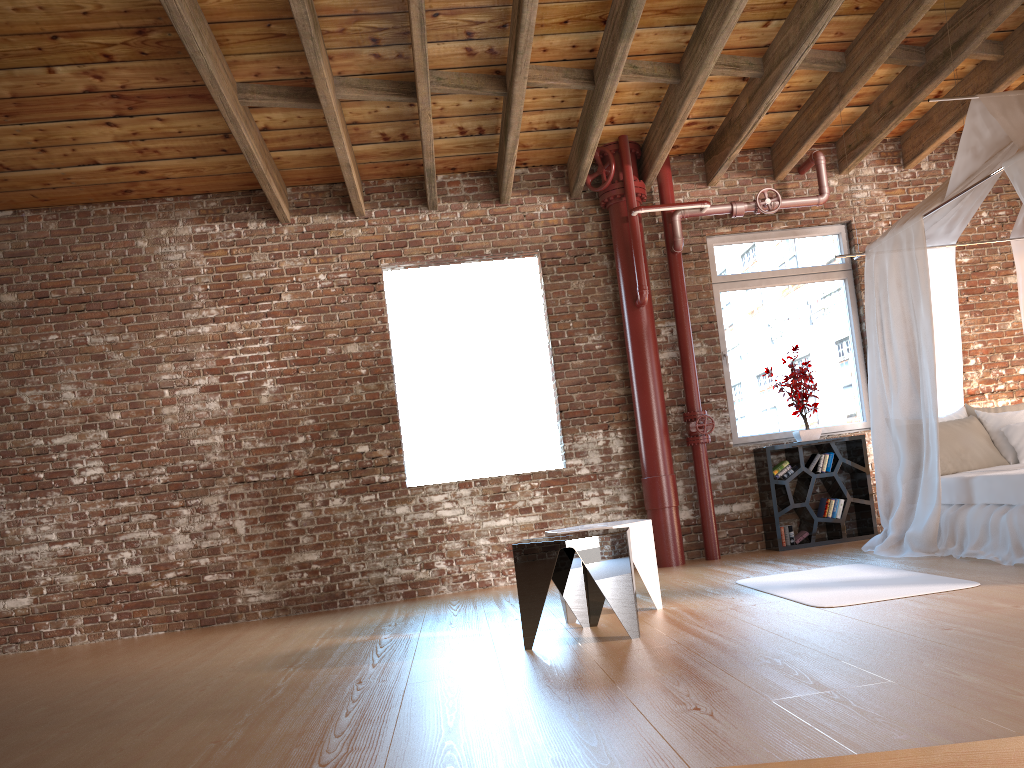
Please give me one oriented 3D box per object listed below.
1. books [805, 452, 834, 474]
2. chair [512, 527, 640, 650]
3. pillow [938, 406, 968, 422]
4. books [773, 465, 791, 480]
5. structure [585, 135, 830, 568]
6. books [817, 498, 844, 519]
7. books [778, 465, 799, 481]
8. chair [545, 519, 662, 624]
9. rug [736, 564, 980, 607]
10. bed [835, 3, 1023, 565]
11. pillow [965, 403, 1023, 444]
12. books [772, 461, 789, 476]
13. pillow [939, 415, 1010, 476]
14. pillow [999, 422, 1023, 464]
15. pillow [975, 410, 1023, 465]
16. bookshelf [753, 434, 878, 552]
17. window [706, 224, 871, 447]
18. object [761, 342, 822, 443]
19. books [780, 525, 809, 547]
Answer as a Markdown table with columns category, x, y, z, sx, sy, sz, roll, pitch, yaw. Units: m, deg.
| category | x | y | z | sx | sy | sz | roll | pitch | yaw |
| --- | --- | --- | --- | --- | --- | --- | --- | --- | --- |
| books | 2.501 | 0.648 | 7.197 | 0.242 | 0.165 | 0.135 | -7 | -4 | -6 |
| chair | 0.316 | 0.964 | 4.191 | 0.606 | 0.488 | 0.547 | -11 | -6 | 38 |
| pillow | 2.955 | 0.421 | 6.155 | 0.628 | 0.491 | 0.201 | -7 | -3 | -6 |
| books | 2.177 | 0.718 | 7.157 | 0.153 | 0.109 | 0.135 | -7 | -5 | -6 |
| structure | 1.733 | -0.349 | 7.101 | 1.984 | 3.453 | 0.582 | -7 | -2 | -7 |
| books | 2.599 | 1.015 | 7.191 | 0.201 | 0.180 | 0.135 | -7 | -4 | -6 |
| books | 2.235 | 0.724 | 7.163 | 0.156 | 0.113 | 0.135 | -7 | -5 | -6 |
| chair | 0.503 | 1.029 | 4.895 | 0.630 | 0.488 | 0.527 | -3 | -7 | -42 |
| rug | 1.829 | 1.096 | 4.882 | 0.853 | 0.007 | 1.454 | -7 | -7 | -4 |
| bed | 3.453 | -1.003 | 5.237 | 2.478 | 3.869 | 2.700 | -7 | -4 | -6 |
| pillow | 3.524 | 0.342 | 6.232 | 0.627 | 0.493 | 0.211 | -7 | -3 | -7 |
| books | 2.160 | 0.685 | 7.156 | 0.153 | 0.109 | 0.135 | -7 | -5 | -6 |
| pillow | 2.972 | 0.429 | 5.958 | 0.609 | 0.413 | 0.362 | -6 | -4 | -9 |
| pillow | 3.482 | 0.379 | 5.847 | 0.381 | 0.290 | 0.218 | -7 | -4 | 3 |
| pillow | 3.545 | 0.329 | 6.030 | 0.607 | 0.402 | 0.353 | -6 | -4 | -9 |
| bookshelf | 2.492 | 0.894 | 7.255 | 0.849 | 0.843 | 0.296 | -7 | -3 | -7 |
| window | 2.356 | -0.429 | 7.551 | 1.335 | 1.843 | 0.169 | -7 | -2 | -7 |
| object | 2.328 | 0.068 | 7.262 | 0.413 | 0.837 | 0.400 | -7 | -3 | -10 |
| books | 2.274 | 1.221 | 7.144 | 0.247 | 0.159 | 0.135 | -7 | -4 | -6 |
